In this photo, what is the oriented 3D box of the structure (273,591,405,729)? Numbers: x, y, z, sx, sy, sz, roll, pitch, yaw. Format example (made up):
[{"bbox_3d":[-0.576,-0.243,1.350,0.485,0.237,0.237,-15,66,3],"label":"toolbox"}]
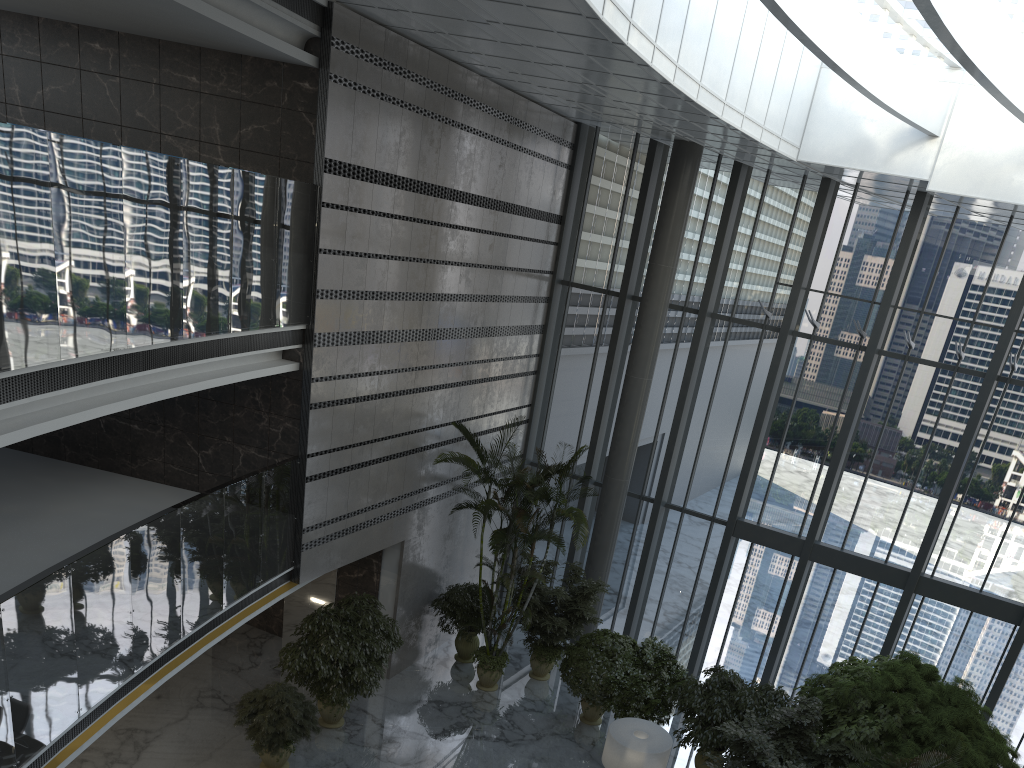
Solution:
[{"bbox_3d":[-2.506,4.130,12.572,2.048,2.162,1.476,-1,21,-33],"label":"structure"}]

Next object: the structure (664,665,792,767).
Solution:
[{"bbox_3d":[3.200,5.227,13.005,1.660,2.072,1.822,-2,20,-32],"label":"structure"}]

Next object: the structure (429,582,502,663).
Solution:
[{"bbox_3d":[-0.846,4.215,15.189,1.424,1.692,1.013,3,20,-22],"label":"structure"}]

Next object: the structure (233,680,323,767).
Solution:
[{"bbox_3d":[-3.164,4.579,11.399,1.120,1.454,1.149,23,22,35],"label":"structure"}]

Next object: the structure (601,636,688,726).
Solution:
[{"bbox_3d":[1.998,4.882,13.378,1.382,2.152,1.133,-5,24,-37],"label":"structure"}]

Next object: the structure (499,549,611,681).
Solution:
[{"bbox_3d":[0.676,4.125,15.026,1.841,2.512,1.725,13,19,8],"label":"structure"}]

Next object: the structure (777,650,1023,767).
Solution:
[{"bbox_3d":[5.209,5.196,12.088,3.514,3.244,3.126,22,20,35],"label":"structure"}]

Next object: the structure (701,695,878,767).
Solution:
[{"bbox_3d":[3.498,5.375,11.212,2.190,2.552,2.186,13,17,11],"label":"structure"}]

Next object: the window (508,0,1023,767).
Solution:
[{"bbox_3d":[1.301,1.270,7.888,12.629,11.003,18.431,22,18,37],"label":"window"}]

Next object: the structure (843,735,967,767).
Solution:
[{"bbox_3d":[3.900,5.216,9.154,1.393,3.781,1.128,13,21,9],"label":"structure"}]

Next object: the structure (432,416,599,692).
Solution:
[{"bbox_3d":[-0.060,2.900,13.802,2.386,5.093,2.364,21,23,29],"label":"structure"}]

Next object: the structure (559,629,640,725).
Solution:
[{"bbox_3d":[1.492,4.837,14.130,1.457,1.763,1.437,8,17,-7],"label":"structure"}]

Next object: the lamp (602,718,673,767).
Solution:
[{"bbox_3d":[1.523,5.332,11.329,0.832,1.827,0.771,-11,29,-44],"label":"lamp"}]
